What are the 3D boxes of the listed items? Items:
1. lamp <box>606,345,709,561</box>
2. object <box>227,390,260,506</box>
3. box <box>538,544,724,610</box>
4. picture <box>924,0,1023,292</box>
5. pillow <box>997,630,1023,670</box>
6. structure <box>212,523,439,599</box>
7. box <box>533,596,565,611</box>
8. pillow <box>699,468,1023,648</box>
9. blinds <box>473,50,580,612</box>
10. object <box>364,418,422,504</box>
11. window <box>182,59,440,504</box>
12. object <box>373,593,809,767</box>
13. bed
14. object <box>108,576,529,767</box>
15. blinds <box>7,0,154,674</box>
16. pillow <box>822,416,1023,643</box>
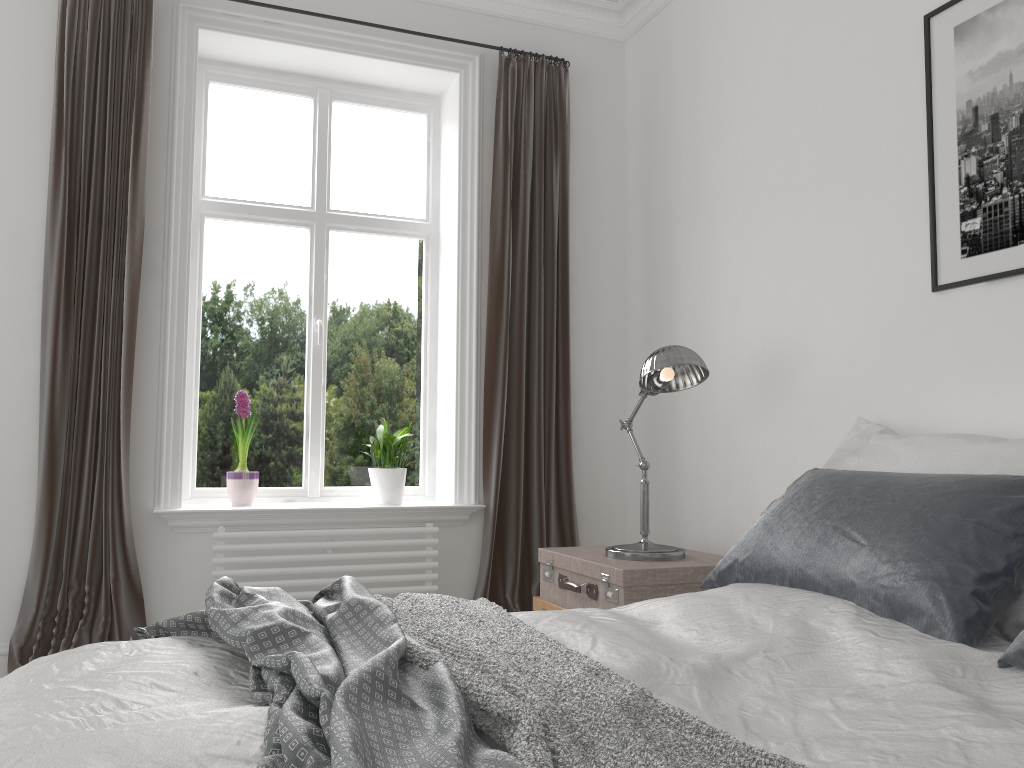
[{"bbox_3d":[0.489,0.234,2.974,0.269,0.699,0.488,2,-5,-21],"label":"lamp"},{"bbox_3d":[-1.111,0.264,3.674,0.129,0.476,0.129,-2,-5,29],"label":"object"},{"bbox_3d":[0.441,0.684,3.056,0.537,0.185,0.647,2,-5,-22],"label":"box"},{"bbox_3d":[1.298,-0.683,2.292,0.015,0.810,0.545,2,-5,-22],"label":"picture"},{"bbox_3d":[1.149,0.301,1.189,0.405,0.339,0.842,2,-5,-21],"label":"pillow"},{"bbox_3d":[-0.737,0.894,3.537,0.887,0.670,0.114,2,-5,-21],"label":"structure"},{"bbox_3d":[0.422,0.870,3.085,0.537,0.185,0.647,2,-5,-22],"label":"box"},{"bbox_3d":[0.829,0.363,2.021,0.405,0.329,0.837,2,-5,-21],"label":"pillow"},{"bbox_3d":[0.111,-0.152,3.804,0.779,2.680,0.327,3,-5,-27],"label":"blinds"},{"bbox_3d":[-0.527,0.334,3.858,0.215,0.369,0.284,5,-6,-43],"label":"object"},{"bbox_3d":[-0.866,-0.428,3.985,1.112,1.956,0.120,2,-5,-22],"label":"window"},{"bbox_3d":[0.050,0.652,1.226,0.521,0.500,2.236,2,-5,-19],"label":"object"},{"bbox_3d":[0.308,0.546,1.325,2.473,0.926,2.217,2,-5,-21],"label":"bed"},{"bbox_3d":[-0.287,0.534,1.078,0.536,0.377,2.154,2,-5,-19],"label":"object"},{"bbox_3d":[-1.518,-0.210,3.197,0.582,2.681,0.294,2,-5,-14],"label":"blinds"},{"bbox_3d":[1.193,0.286,1.675,0.465,0.529,1.965,2,-5,-22],"label":"pillow"}]
